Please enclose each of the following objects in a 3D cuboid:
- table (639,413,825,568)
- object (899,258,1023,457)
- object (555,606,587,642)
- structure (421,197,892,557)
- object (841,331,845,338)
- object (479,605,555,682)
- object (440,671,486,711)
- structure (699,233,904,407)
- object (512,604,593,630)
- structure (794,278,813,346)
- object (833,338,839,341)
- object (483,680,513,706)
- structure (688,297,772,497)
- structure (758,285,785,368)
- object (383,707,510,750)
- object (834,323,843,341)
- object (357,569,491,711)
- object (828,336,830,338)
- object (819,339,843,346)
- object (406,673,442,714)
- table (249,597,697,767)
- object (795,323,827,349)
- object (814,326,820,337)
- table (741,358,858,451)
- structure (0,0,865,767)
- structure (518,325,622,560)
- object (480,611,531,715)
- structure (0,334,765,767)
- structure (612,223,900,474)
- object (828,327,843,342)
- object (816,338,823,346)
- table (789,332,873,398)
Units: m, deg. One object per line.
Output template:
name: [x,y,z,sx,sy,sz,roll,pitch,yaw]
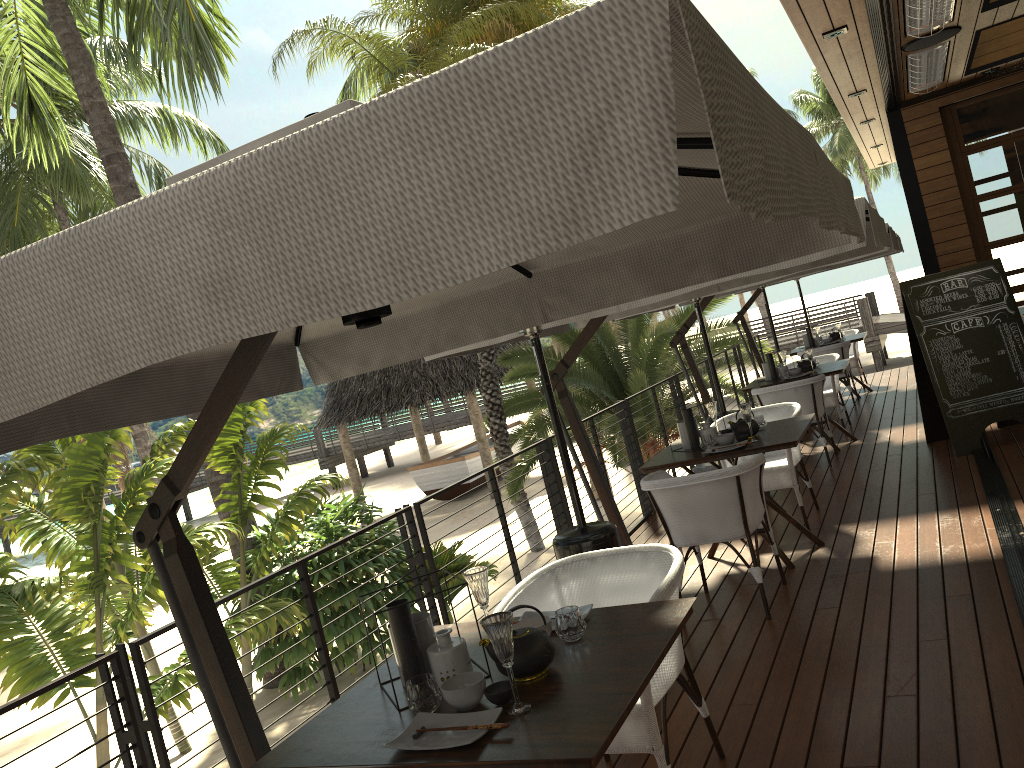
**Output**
table: [1.436,0.708,5.467,0.930,0.749,0.933,-14,1,25]
object: [3.653,-0.232,7.073,0.768,1.396,0.772,-14,1,10]
object: [0.165,0.685,2.525,0.086,0.086,0.087,-14,1,30]
structure: [1.154,-0.033,5.450,2.409,2.332,2.418,-14,1,25]
object: [4.353,-0.644,11.710,0.086,0.086,0.087,-14,1,30]
object: [0.023,0.678,2.343,0.162,0.179,0.168,-14,1,27]
object: [-0.117,0.776,2.225,0.116,0.065,0.116,-14,2,24]
structure: [3.938,-0.916,11.555,2.409,2.332,2.418,-14,1,25]
object: [0.092,0.730,2.720,0.294,0.025,0.170,-13,2,25]
structure: [4.372,-1.007,13.167,0.698,2.192,0.700,-14,1,13]
object: [4.160,-0.563,11.369,0.080,0.042,0.080,-14,1,-6]
object: [-0.027,0.767,2.184,0.080,0.042,0.080,-15,1,-13]
structure: [1.609,-0.130,7.105,0.698,2.192,0.700,-14,1,13]
structure: [3.010,-0.575,10.178,0.698,2.192,0.700,-14,1,13]
object: [-0.135,0.806,2.063,0.294,0.025,0.170,-13,2,25]
object: [4.178,-0.663,11.299,0.082,0.227,0.082,-14,1,26]
object: [-0.250,0.701,2.473,0.264,0.264,0.263,-15,1,-20]
object: [4.252,-0.608,11.742,0.116,0.065,0.116,-13,2,29]
object: [4.053,-0.523,11.248,0.294,0.025,0.170,-13,2,25]
object: [-0.224,0.792,2.253,0.086,0.086,0.087,-14,1,30]
table: [0.040,1.151,2.405,0.930,0.749,0.933,-14,1,25]
object: [3.937,-0.628,11.658,0.264,0.264,0.263,-15,1,-20]
object: [4.104,-0.661,11.851,0.082,0.227,0.082,-14,1,26]
table: [2.832,0.265,8.528,0.930,0.749,0.933,-14,1,25]
structure: [-0.238,0.409,2.397,2.409,2.332,2.418,-14,1,25]
structure: [0.236,0.306,4.095,0.698,2.192,0.700,-14,1,13]
object: [-0.010,0.666,2.114,0.082,0.227,0.082,-14,1,26]
structure: [-1.428,1.494,1.994,0.163,1.153,26.321,-14,2,26]
structure: [2.546,-0.474,8.503,2.409,2.332,2.418,-14,1,25]
object: [4.210,-0.651,11.531,0.167,0.179,0.163,-14,1,24]
object: [3.963,-0.538,11.438,0.086,0.086,0.087,-14,1,30]
table: [4.227,-0.178,11.589,0.930,0.749,0.933,-14,1,25]
